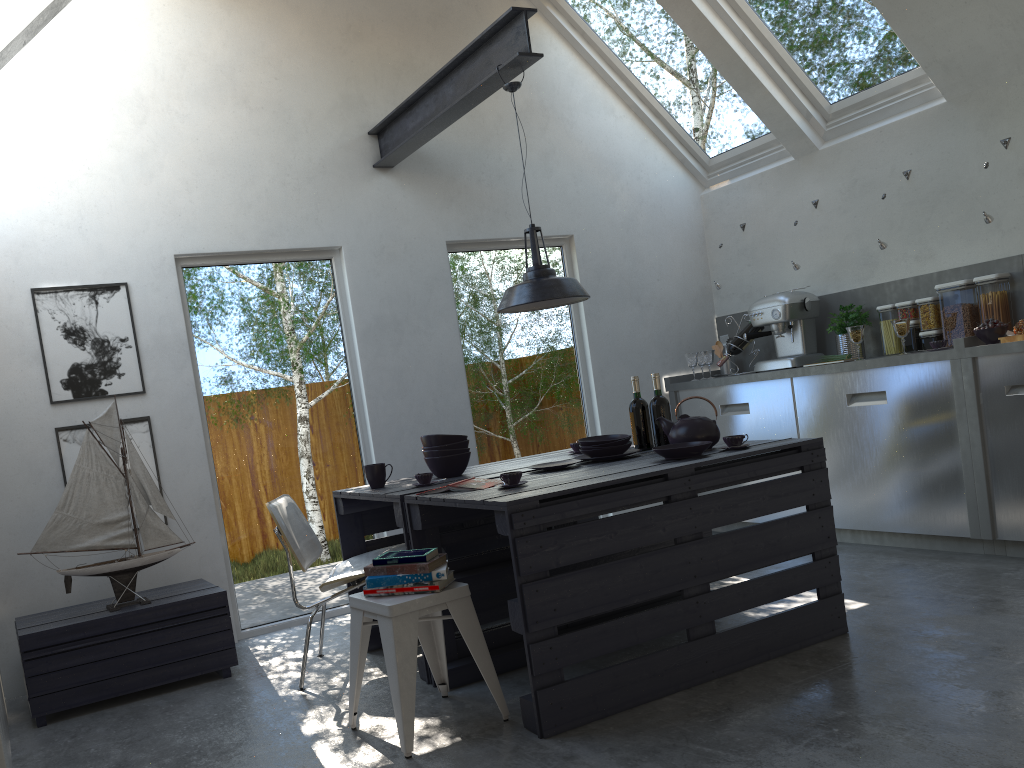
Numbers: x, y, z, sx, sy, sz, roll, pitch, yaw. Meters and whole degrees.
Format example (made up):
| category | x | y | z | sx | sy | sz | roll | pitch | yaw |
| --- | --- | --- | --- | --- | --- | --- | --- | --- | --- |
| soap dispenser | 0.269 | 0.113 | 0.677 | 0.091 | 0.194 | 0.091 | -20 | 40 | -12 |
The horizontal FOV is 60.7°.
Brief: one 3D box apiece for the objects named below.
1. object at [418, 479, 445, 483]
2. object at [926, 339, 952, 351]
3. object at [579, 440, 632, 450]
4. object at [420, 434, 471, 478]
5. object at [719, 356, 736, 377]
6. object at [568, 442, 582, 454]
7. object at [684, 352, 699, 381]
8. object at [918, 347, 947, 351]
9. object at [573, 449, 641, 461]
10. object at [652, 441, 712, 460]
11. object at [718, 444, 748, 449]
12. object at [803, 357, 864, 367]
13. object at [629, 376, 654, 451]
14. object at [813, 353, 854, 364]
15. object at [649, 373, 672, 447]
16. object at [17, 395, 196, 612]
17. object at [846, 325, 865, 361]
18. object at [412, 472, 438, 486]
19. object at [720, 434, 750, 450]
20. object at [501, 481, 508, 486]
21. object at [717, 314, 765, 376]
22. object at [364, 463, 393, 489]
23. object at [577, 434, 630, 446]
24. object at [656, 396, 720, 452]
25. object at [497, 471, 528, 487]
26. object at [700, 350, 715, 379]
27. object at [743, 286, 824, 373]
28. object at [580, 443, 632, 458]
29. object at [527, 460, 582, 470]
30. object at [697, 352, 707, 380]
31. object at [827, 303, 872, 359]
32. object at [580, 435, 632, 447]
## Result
| category | x | y | z | sx | sy | sz | roll | pitch | yaw |
| --- | --- | --- | --- | --- | --- | --- | --- | --- | --- |
| object | -0.353 | 0.431 | 3.865 | 0.135 | 0.013 | 0.027 | -8 | 0 | 10 |
| object | 2.190 | -0.197 | 4.486 | 0.113 | 0.056 | 0.119 | -8 | 0 | -14 |
| object | 0.416 | 0.284 | 3.865 | 0.218 | 0.063 | 0.239 | -8 | 0 | -25 |
| object | -0.308 | 0.334 | 4.142 | 0.203 | 0.215 | 0.203 | -9 | 2 | -28 |
| object | 1.517 | -0.124 | 6.152 | 0.110 | 0.132 | 0.103 | -8 | 2 | 12 |
| object | 0.338 | 0.323 | 4.441 | 0.108 | 0.056 | 0.124 | -8 | 0 | -42 |
| object | 1.239 | -0.116 | 5.985 | 0.092 | 0.192 | 0.104 | -9 | 3 | -36 |
| object | 2.153 | -0.175 | 4.479 | 0.140 | 0.013 | 0.026 | -9 | 0 | 36 |
| object | 0.422 | 0.320 | 3.870 | 0.299 | 0.024 | 0.292 | -8 | -1 | 2 |
| object | 0.675 | 0.265 | 3.461 | 0.236 | 0.047 | 0.222 | -8 | -1 | 11 |
| object | 0.881 | 0.252 | 3.475 | 0.128 | 0.013 | 0.028 | -8 | 0 | -15 |
| object | 1.865 | -0.126 | 5.079 | 0.171 | 0.012 | 0.277 | -8 | -1 | -33 |
| object | 0.592 | 0.135 | 4.063 | 0.093 | 0.346 | 0.089 | -7 | 3 | 9 |
| object | 1.849 | -0.148 | 5.095 | 0.138 | 0.053 | 0.284 | -8 | -1 | -16 |
| object | 0.670 | 0.123 | 3.951 | 0.092 | 0.346 | 0.090 | -7 | 3 | 4 |
| object | -1.907 | 0.557 | 4.073 | 0.748 | 0.993 | 0.148 | -9 | 3 | -27 |
| object | 1.916 | -0.225 | 4.854 | 0.103 | 0.192 | 0.094 | -7 | 3 | 20 |
| object | -0.384 | 0.418 | 3.838 | 0.108 | 0.056 | 0.124 | -8 | 0 | -42 |
| object | 0.891 | 0.233 | 3.512 | 0.109 | 0.056 | 0.123 | -8 | 0 | -37 |
| object | -0.032 | 0.379 | 3.313 | 0.027 | 0.013 | 0.132 | -8 | -1 | -6 |
| object | 1.511 | -0.261 | 5.869 | 0.333 | 0.395 | 0.232 | -8 | 2 | 1 |
| object | -0.625 | 0.428 | 4.071 | 0.094 | 0.110 | 0.138 | -9 | 1 | -38 |
| object | 0.408 | 0.260 | 3.871 | 0.217 | 0.058 | 0.241 | -8 | 0 | -30 |
| object | 0.759 | 0.170 | 3.688 | 0.207 | 0.233 | 0.223 | -9 | 2 | -27 |
| object | 0.001 | 0.357 | 3.284 | 0.111 | 0.056 | 0.121 | -8 | 0 | -22 |
| object | 1.340 | -0.131 | 5.943 | 0.097 | 0.192 | 0.099 | -8 | 2 | -7 |
| object | 1.712 | -0.343 | 5.537 | 0.405 | 0.502 | 0.377 | -9 | 2 | -29 |
| object | 0.417 | 0.299 | 3.868 | 0.236 | 0.047 | 0.222 | -8 | -1 | 11 |
| object | 0.183 | 0.353 | 3.766 | 0.223 | 0.019 | 0.245 | -8 | -1 | -25 |
| object | 1.321 | -0.127 | 6.090 | 0.104 | 0.192 | 0.092 | -6 | 3 | 31 |
| object | 2.017 | -0.310 | 5.241 | 0.257 | 0.343 | 0.241 | -7 | 2 | 13 |
| object | 0.416 | 0.271 | 3.868 | 0.217 | 0.063 | 0.240 | -8 | 0 | -25 |
